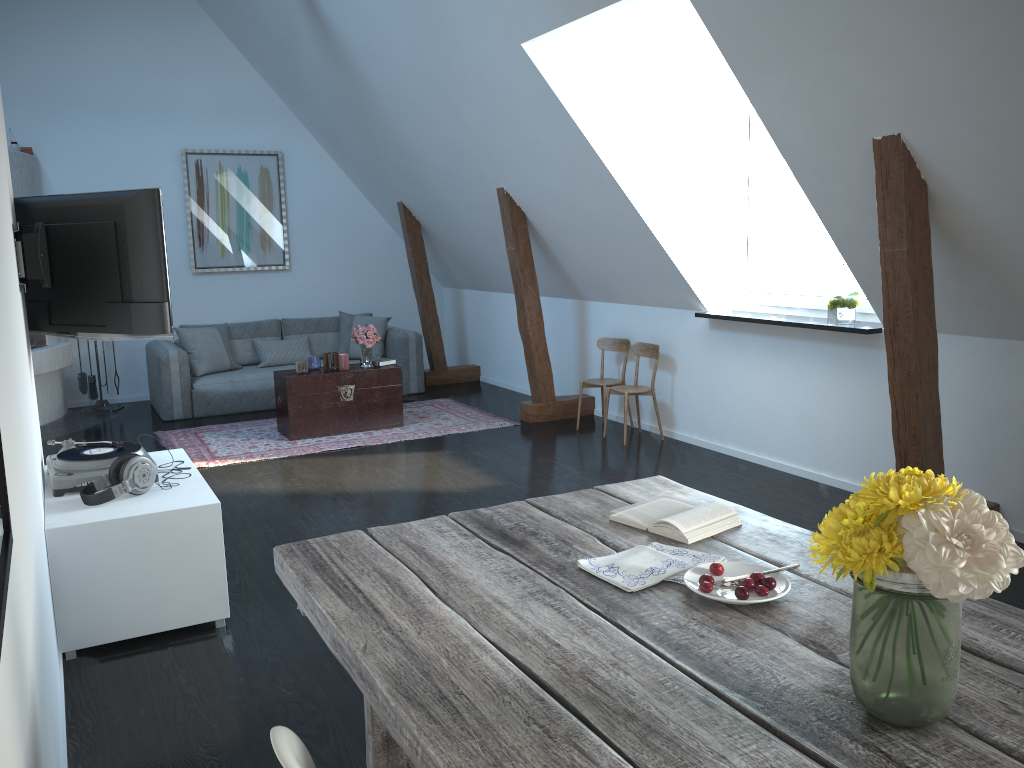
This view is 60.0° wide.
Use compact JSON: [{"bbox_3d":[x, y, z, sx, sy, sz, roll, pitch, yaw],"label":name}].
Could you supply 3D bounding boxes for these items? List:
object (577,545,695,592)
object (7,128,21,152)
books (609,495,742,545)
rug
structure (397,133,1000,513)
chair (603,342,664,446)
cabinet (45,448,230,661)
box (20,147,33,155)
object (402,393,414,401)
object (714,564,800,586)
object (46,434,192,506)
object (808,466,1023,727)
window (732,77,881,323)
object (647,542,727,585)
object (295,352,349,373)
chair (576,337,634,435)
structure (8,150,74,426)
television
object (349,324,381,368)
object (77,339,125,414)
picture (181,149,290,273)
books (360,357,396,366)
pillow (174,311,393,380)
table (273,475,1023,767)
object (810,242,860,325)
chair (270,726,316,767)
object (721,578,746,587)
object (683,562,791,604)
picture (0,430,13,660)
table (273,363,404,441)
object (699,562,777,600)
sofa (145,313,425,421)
[{"bbox_3d":[0.259,0.384,1.871,0.182,0.016,0.179,-7,11,-32],"label":"object"},{"bbox_3d":[-4.311,-2.095,7.634,0.066,0.221,0.231,-1,9,3],"label":"object"},{"bbox_3d":[0.400,0.319,2.174,0.202,0.042,0.251,-9,12,-39],"label":"books"},{"bbox_3d":[-1.409,0.357,7.138,2.647,0.029,1.512,-6,11,-27],"label":"rug"},{"bbox_3d":[2.156,-0.169,3.844,1.023,1.963,12.350,-6,11,-27],"label":"structure"},{"bbox_3d":[0.880,0.061,6.461,0.342,0.696,0.329,-6,10,-26],"label":"chair"},{"bbox_3d":[-1.621,0.664,3.796,0.623,0.507,1.069,-6,11,-27],"label":"cabinet"},{"bbox_3d":[-4.386,-2.060,7.877,0.229,0.078,0.127,-6,11,-27],"label":"box"},{"bbox_3d":[-1.050,0.107,8.360,0.277,0.090,0.101,2,10,19],"label":"object"},{"bbox_3d":[0.487,0.380,1.773,0.194,0.022,0.019,-3,10,-12],"label":"object"},{"bbox_3d":[-1.652,0.332,3.768,0.558,0.162,0.742,-7,11,-30],"label":"object"},{"bbox_3d":[0.563,0.299,1.263,0.293,0.365,0.233,5,11,33],"label":"object"},{"bbox_3d":[0.032,-1.986,2.274,5.959,4.249,8.018,-6,11,-27],"label":"window"},{"bbox_3d":[0.341,0.379,1.895,0.185,0.014,0.182,5,12,36],"label":"object"},{"bbox_3d":[-1.507,-0.177,7.024,0.413,0.138,0.215,-4,10,-16],"label":"object"},{"bbox_3d":[0.711,0.006,6.823,0.342,0.696,0.329,-11,13,-44],"label":"chair"},{"bbox_3d":[-5.462,-1.926,7.322,3.058,4.752,3.049,-5,10,-18],"label":"structure"},{"bbox_3d":[-2.013,-0.478,3.728,1.005,0.652,0.537,3,11,28],"label":"television"},{"bbox_3d":[-1.180,-0.314,7.139,0.235,0.351,0.234,2,10,22],"label":"object"},{"bbox_3d":[-3.835,-0.365,8.171,0.376,1.245,0.376,7,13,42],"label":"object"},{"bbox_3d":[-2.750,-1.730,8.869,0.965,1.185,0.025,-6,11,-27],"label":"picture"},{"bbox_3d":[-1.102,-0.183,7.297,0.243,0.034,0.179,6,12,40],"label":"books"},{"bbox_3d":[-2.121,-0.402,8.471,2.075,0.515,0.444,-6,11,-27],"label":"pillow"},{"bbox_3d":[0.496,0.865,1.370,1.141,0.788,2.421,-6,11,-27],"label":"table"},{"bbox_3d":[1.814,-0.567,4.990,0.309,0.461,0.131,-3,9,-9],"label":"object"},{"bbox_3d":[-0.069,0.869,1.391,0.542,0.801,0.465,-7,11,-31],"label":"chair"},{"bbox_3d":[0.455,0.391,1.753,0.110,0.011,0.058,-6,10,-23],"label":"object"},{"bbox_3d":[0.441,0.397,1.745,0.205,0.024,0.205,-8,11,-35],"label":"object"},{"bbox_3d":[-0.461,-0.331,0.655,0.036,1.181,0.808,-6,11,-27],"label":"picture"},{"bbox_3d":[-1.380,0.121,7.093,0.962,0.492,0.471,-6,11,-27],"label":"table"},{"bbox_3d":[0.434,0.388,1.728,0.144,0.034,0.132,5,11,34],"label":"object"},{"bbox_3d":[-2.178,-0.239,8.576,2.458,0.770,1.107,-6,11,-27],"label":"sofa"}]
